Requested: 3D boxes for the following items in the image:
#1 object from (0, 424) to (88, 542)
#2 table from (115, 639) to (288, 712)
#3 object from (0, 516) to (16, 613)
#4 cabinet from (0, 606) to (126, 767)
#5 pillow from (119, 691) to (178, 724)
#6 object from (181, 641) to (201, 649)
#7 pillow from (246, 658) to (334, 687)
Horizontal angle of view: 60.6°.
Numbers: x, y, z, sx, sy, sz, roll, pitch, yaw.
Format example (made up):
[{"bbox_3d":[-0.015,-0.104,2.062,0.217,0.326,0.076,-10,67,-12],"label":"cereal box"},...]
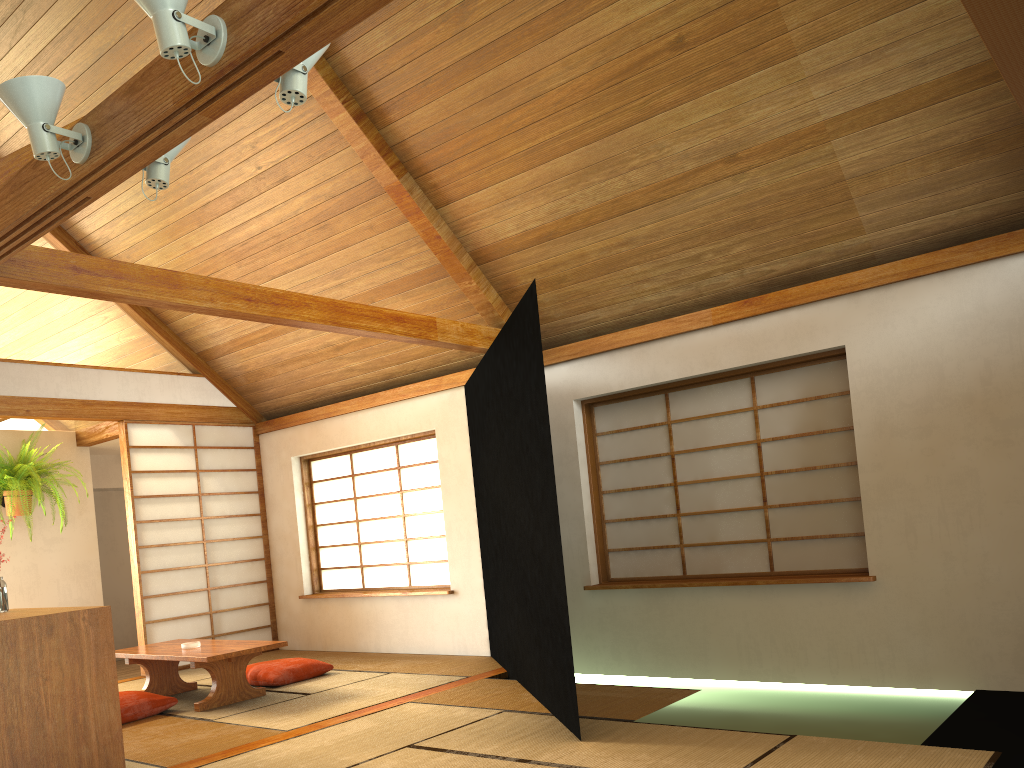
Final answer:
[{"bbox_3d":[-4.210,0.888,7.565,1.135,1.121,1.194,-9,-6,32],"label":"object"},{"bbox_3d":[-2.036,1.852,5.603,1.302,0.334,0.560,-12,-10,39],"label":"table"},{"bbox_3d":[-2.483,0.838,4.139,0.219,0.497,0.244,-3,-3,-45],"label":"object"},{"bbox_3d":[-2.945,1.559,4.489,2.869,0.734,0.517,-13,-7,39],"label":"cabinet"},{"bbox_3d":[-2.371,1.920,5.209,0.605,0.147,0.521,-11,-10,33],"label":"pillow"},{"bbox_3d":[-2.046,1.665,5.580,0.124,0.030,0.116,-7,-9,13],"label":"object"},{"bbox_3d":[-1.633,2.001,6.110,0.608,0.131,0.519,-12,-11,38],"label":"pillow"}]
